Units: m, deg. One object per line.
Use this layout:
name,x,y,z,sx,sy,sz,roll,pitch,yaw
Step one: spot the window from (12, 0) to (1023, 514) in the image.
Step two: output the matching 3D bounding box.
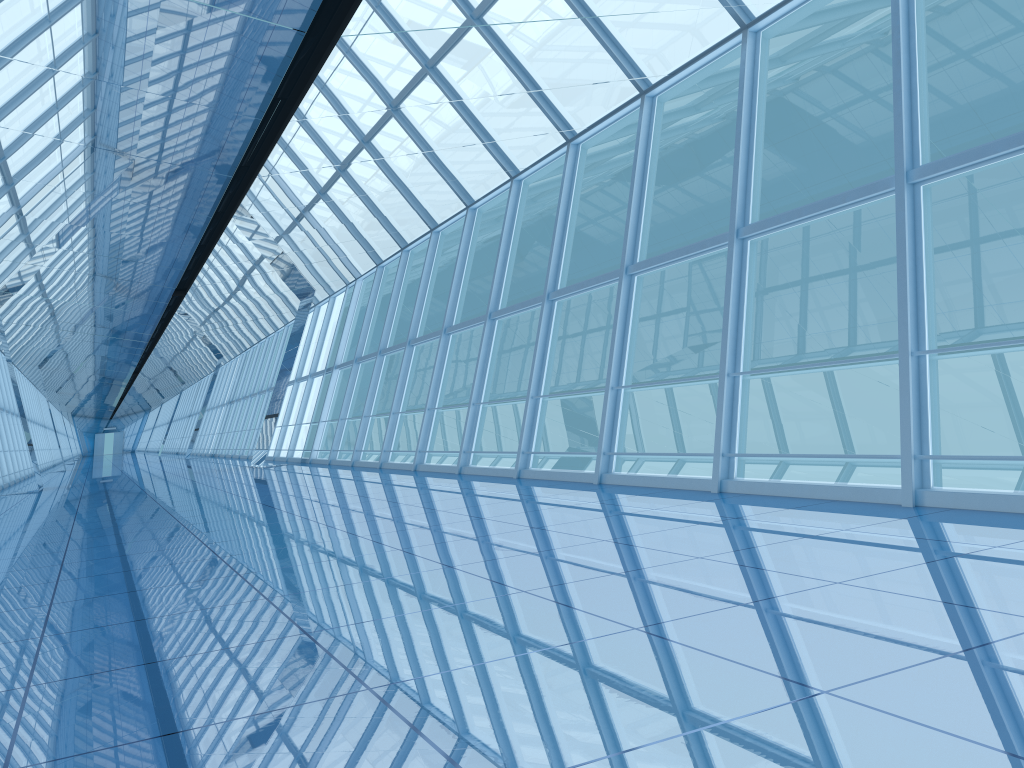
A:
window,-20.336,1.640,44.527,9.922,4.966,105.126,-3,-3,-26
